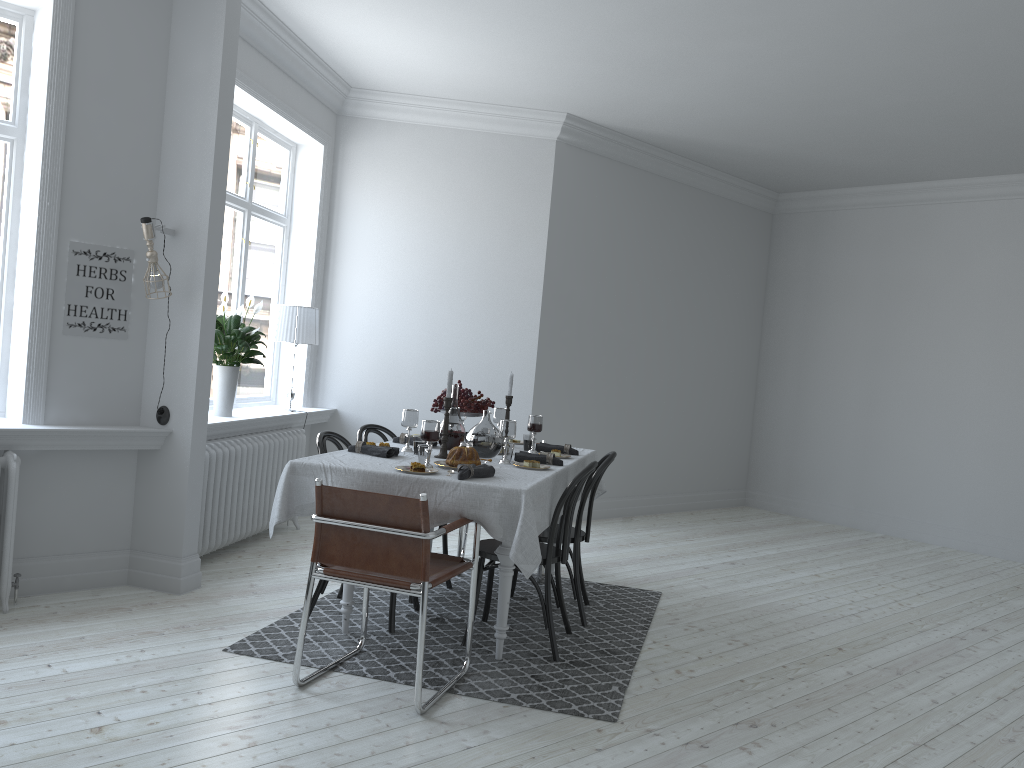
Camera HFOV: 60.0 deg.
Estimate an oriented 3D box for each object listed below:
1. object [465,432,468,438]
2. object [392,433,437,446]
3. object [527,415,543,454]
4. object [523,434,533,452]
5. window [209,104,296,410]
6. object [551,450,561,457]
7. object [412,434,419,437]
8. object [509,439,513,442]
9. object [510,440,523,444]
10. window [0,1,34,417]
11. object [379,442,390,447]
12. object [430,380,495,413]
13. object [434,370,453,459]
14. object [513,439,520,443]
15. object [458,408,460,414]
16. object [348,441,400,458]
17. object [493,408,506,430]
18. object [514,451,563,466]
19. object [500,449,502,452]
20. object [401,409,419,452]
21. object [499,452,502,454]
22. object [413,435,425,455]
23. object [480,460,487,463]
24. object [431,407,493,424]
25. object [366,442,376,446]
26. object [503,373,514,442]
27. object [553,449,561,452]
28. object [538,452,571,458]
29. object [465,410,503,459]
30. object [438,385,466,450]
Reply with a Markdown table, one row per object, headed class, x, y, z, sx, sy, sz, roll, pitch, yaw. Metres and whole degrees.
| class | x | y | z | sx | sy | sz | roll | pitch | yaw |
| --- | --- | --- | --- | --- | --- | --- | --- | --- | --- |
| object | -0.251 | 0.312 | 5.485 | 0.165 | 0.061 | 0.247 | 5 | 2 | -4 |
| object | -0.528 | 0.306 | 4.816 | 0.247 | 0.061 | 0.165 | 5 | 2 | -4 |
| object | 0.123 | 0.283 | 4.942 | 0.083 | 0.215 | 0.083 | 4 | 2 | -39 |
| object | 0.093 | 0.337 | 5.046 | 0.066 | 0.094 | 0.066 | 6 | 2 | 35 |
| window | -1.955 | -0.839 | 5.901 | 0.061 | 2.080 | 2.079 | 5 | 2 | 9 |
| object | 0.241 | 0.383 | 4.868 | 0.057 | 0.037 | 0.021 | 6 | 2 | 27 |
| object | -0.552 | 0.307 | 5.063 | 0.040 | 0.039 | 0.077 | 6 | 2 | 16 |
| object | -0.014 | 0.344 | 5.457 | 0.021 | 0.037 | 0.057 | 4 | 2 | -23 |
| object | 0.013 | 0.359 | 5.473 | 0.182 | 0.013 | 0.182 | 4 | 2 | -34 |
| window | -3.107 | -0.886 | 3.874 | 1.716 | 2.080 | 0.061 | 4 | 2 | -44 |
| object | -0.641 | 0.314 | 4.465 | 0.057 | 0.041 | 0.038 | 5 | 2 | -2 |
| object | -0.279 | 0.085 | 5.246 | 0.347 | 0.215 | 0.318 | 5 | 2 | 9 |
| object | -0.320 | 0.149 | 4.362 | 0.089 | 0.432 | 0.089 | 4 | 2 | -21 |
| object | 0.020 | 0.355 | 5.482 | 0.037 | 0.021 | 0.057 | 4 | 2 | -44 |
| object | -0.340 | 0.240 | 5.016 | 0.083 | 0.215 | 0.083 | 6 | 2 | 41 |
| object | -0.663 | 0.311 | 4.218 | 0.247 | 0.061 | 0.165 | 5 | 2 | -4 |
| object | -0.077 | 0.254 | 5.368 | 0.083 | 0.215 | 0.083 | 4 | 2 | -39 |
| object | 0.133 | 0.373 | 4.532 | 0.247 | 0.061 | 0.165 | 5 | 2 | -4 |
| object | -0.045 | 0.347 | 4.797 | 0.039 | 0.040 | 0.078 | 6 | 2 | 21 |
| object | -0.523 | 0.238 | 4.507 | 0.083 | 0.215 | 0.083 | 4 | 2 | -39 |
| object | -0.132 | 0.362 | 4.825 | 0.251 | 0.018 | 0.251 | 4 | 2 | -44 |
| object | -0.462 | 0.305 | 4.401 | 0.066 | 0.094 | 0.066 | 6 | 2 | 35 |
| object | -0.200 | 0.373 | 4.331 | 0.150 | 0.009 | 0.075 | 5 | 2 | -9 |
| object | -0.303 | 0.249 | 5.243 | 0.367 | 0.188 | 0.367 | 5 | 2 | -2 |
| object | -0.708 | 0.309 | 4.449 | 0.036 | 0.039 | 0.051 | 6 | 2 | 23 |
| object | -0.023 | 0.152 | 5.208 | 0.089 | 0.432 | 0.089 | 4 | 2 | -21 |
| object | 0.245 | 0.382 | 4.908 | 0.051 | 0.039 | 0.036 | 5 | 2 | -4 |
| object | 0.234 | 0.395 | 4.880 | 0.182 | 0.013 | 0.182 | 4 | 2 | -29 |
| object | -0.138 | 0.256 | 4.522 | 0.194 | 0.245 | 0.194 | 6 | 2 | 29 |
| object | -0.318 | 0.180 | 4.770 | 0.152 | 0.352 | 0.152 | 5 | 2 | 7 |
